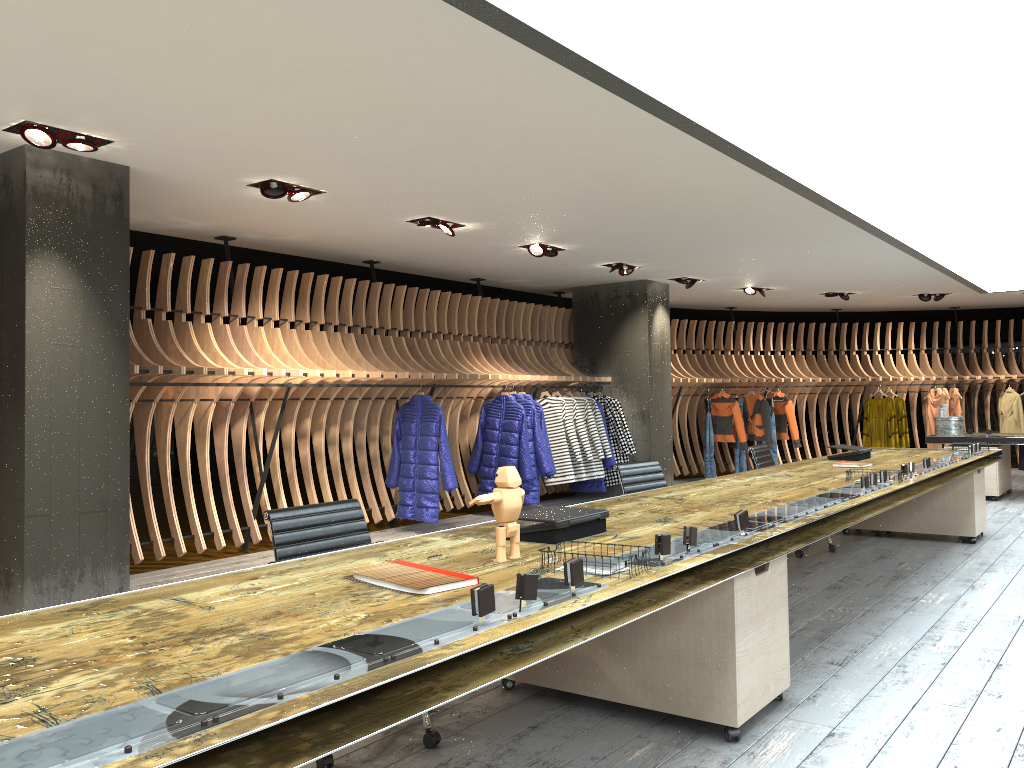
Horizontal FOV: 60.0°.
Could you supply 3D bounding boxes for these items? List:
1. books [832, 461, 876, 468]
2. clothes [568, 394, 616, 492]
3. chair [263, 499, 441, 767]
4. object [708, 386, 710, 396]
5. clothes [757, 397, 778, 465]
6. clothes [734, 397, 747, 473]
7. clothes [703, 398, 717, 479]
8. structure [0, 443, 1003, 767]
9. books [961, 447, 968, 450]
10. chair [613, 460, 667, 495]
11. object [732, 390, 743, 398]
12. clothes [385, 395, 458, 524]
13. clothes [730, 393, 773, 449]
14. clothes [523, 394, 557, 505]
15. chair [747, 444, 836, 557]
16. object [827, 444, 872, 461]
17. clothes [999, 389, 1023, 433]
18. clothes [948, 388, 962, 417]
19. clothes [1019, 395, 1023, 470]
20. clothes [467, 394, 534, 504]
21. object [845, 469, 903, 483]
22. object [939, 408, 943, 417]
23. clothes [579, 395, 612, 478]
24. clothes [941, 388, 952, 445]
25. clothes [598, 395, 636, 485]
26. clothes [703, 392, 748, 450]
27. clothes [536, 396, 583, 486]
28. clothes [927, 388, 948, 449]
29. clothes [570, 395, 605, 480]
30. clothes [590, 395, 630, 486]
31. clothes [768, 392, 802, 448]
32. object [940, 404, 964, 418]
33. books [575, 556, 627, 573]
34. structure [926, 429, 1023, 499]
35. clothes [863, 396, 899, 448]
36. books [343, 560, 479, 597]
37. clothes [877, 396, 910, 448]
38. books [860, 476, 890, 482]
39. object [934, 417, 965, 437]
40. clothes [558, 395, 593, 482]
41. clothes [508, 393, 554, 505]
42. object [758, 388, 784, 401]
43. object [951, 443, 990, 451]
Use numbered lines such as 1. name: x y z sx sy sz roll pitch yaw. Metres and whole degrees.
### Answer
1. books: 2.496 0.584 6.460 0.213 0.026 0.366 -2 -1 36
2. clothes: 0.923 0.742 11.126 0.885 1.239 0.245 -2 -2 33
3. chair: -0.573 0.907 3.397 0.667 0.860 0.693 -2 -2 27
4. object: 2.975 0.151 13.398 0.023 0.243 0.549 -2 -1 18
5. clothes: 4.018 0.915 13.974 0.309 1.422 0.200 -1 -2 8
6. clothes: 3.495 0.918 13.690 0.200 1.422 0.308 -2 -2 28
7. clothes: 2.990 0.920 13.376 0.200 1.422 0.308 -1 -2 13
8. structure: 0.903 0.905 4.140 1.162 0.845 10.449 -2 -2 36
9. books: 4.136 0.581 7.988 0.155 0.025 0.110 -2 -1 31
10. chair: 1.011 0.923 5.515 0.667 0.860 0.693 -2 -2 32
11. object: 3.486 0.149 13.724 0.023 0.243 0.549 -2 -2 33
12. clothes: -0.924 0.723 8.643 0.885 1.239 0.245 -2 -2 33
13. clothes: 3.748 0.566 13.824 0.201 0.881 0.839 0 -2 -34
14. clothes: 0.085 0.734 10.027 0.885 1.239 0.245 -2 -2 33
15. chair: 2.306 0.937 7.307 0.667 0.860 0.693 -2 -2 22
16. object: 2.720 0.552 7.139 0.261 0.111 0.373 -2 -2 36
17. clothes: 8.113 0.523 14.442 0.250 0.890 0.704 -1 -2 -3
18. clothes: 7.272 0.636 14.559 0.125 1.156 0.447 -1 -2 1
19. clothes: 8.423 0.843 14.355 0.087 1.353 0.539 0 -2 -19
20. clothes: -0.167 0.740 9.814 0.879 1.261 0.242 -2 -2 33
21. object: 2.149 0.549 5.259 0.302 0.071 0.209 -2 -1 31
22. object: 5.299 0.357 10.949 0.062 0.109 0.062 -1 -2 2
23. clothes: 0.905 0.668 10.887 0.752 1.062 0.128 -2 -2 34
24. clothes: 7.108 0.639 14.575 0.125 1.156 0.447 -1 -2 6
25. clothes: 1.237 0.726 11.327 0.799 1.186 0.191 -2 -2 37
26. clothes: 3.232 0.568 13.592 0.201 0.881 0.839 1 -2 -39
27. clothes: 0.506 0.663 10.341 0.752 1.062 0.128 -2 -2 34
28. clothes: 6.991 0.641 14.578 0.125 1.156 0.447 0 -2 -19
29. clothes: 0.799 0.667 10.743 0.752 1.062 0.128 -2 -2 34
30. clothes: 1.133 0.725 11.170 0.807 1.188 0.191 -2 -2 37
31. clothes: 4.249 0.561 14.109 0.201 0.881 0.839 0 -2 -24
32. object: 5.433 0.349 10.958 0.262 0.204 0.088 -2 -2 35
33. books: 0.252 0.539 2.656 0.155 0.025 0.110 -2 -1 31
34. structure: 2.260 0.858 2.886 4.834 0.845 18.471 -2 -1 36
35. clothes: 6.029 0.719 14.518 0.168 1.045 0.664 0 -2 -23
36. books: -0.294 0.552 2.535 0.213 0.026 0.365 0 -2 -44
37. clothes: 6.210 0.717 14.544 0.168 1.045 0.664 0 -2 -23
38. books: 2.151 0.560 5.254 0.155 0.025 0.110 -2 -1 31
39. object: 5.437 0.529 11.018 0.303 0.239 0.497 -2 -2 37
40. clothes: 0.645 0.665 10.531 0.752 1.062 0.128 -2 -2 34
41. clothes: 0.044 0.728 9.836 0.883 1.247 0.249 -2 -2 33
42. object: 4.012 0.146 14.000 0.549 0.243 0.023 -1 -2 13
43. object: 4.134 0.572 7.993 0.302 0.074 0.216 -2 -1 31
